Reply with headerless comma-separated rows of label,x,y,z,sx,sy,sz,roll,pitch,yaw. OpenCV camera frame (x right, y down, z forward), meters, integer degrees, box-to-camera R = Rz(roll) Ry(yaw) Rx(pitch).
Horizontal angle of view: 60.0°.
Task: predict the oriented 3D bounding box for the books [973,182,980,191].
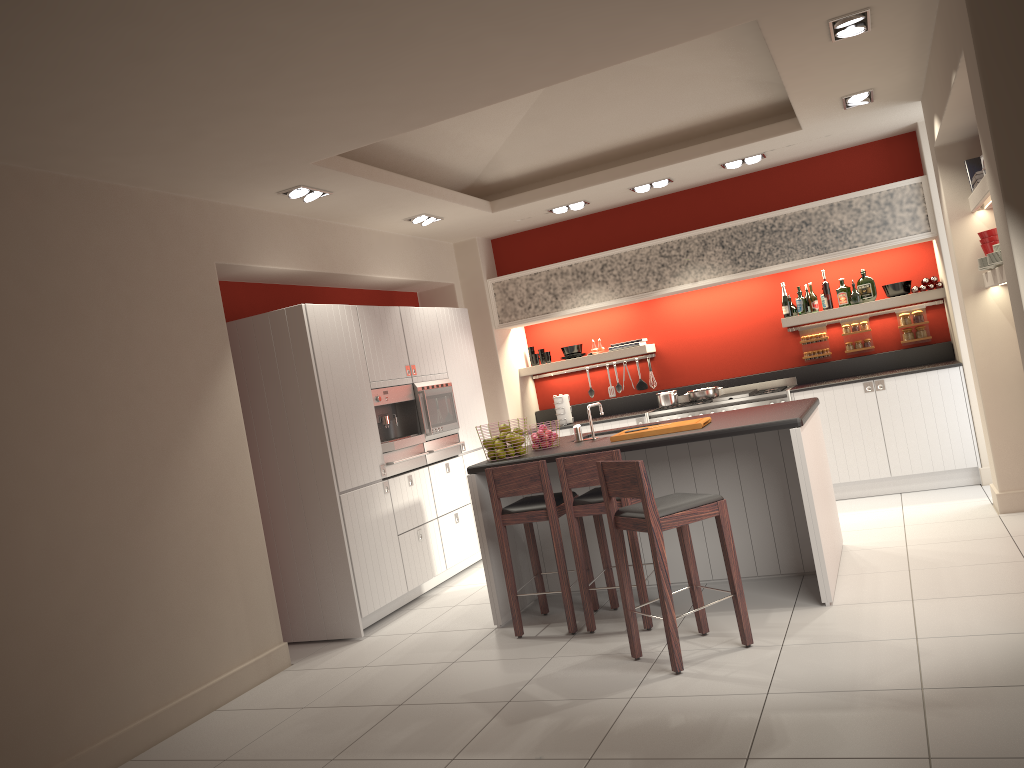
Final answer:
books,3.093,-1.287,5.711,0.207,0.030,0.258,-10,0,23

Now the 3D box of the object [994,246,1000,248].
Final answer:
object,2.941,-0.813,5.159,0.255,0.015,0.255,-10,0,4

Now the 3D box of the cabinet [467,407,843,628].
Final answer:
cabinet,1.000,0.853,5.836,2.033,1.011,1.424,-10,0,23

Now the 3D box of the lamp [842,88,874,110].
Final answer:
lamp,2.388,-1.981,6.126,0.199,0.090,0.361,-10,0,23

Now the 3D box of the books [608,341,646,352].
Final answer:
books,1.158,-0.378,8.899,0.331,0.042,0.207,-10,0,28

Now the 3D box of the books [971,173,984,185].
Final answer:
books,3.084,-1.336,5.712,0.207,0.030,0.258,-10,0,23

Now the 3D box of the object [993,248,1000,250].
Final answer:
object,2.943,-0.804,5.159,0.255,0.015,0.255,-10,0,4

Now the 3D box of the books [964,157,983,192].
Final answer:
books,3.165,-1.409,5.932,0.207,0.246,0.136,-11,-1,23

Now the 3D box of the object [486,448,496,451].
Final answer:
object,-0.138,0.403,5.757,0.076,0.077,0.076,-10,0,-12

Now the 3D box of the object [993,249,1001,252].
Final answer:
object,2.945,-0.794,5.159,0.255,0.015,0.255,-10,0,4

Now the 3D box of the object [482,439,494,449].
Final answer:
object,-0.150,0.383,5.692,0.077,0.068,0.076,-10,0,16

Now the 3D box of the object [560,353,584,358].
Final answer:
object,0.636,-0.290,9.179,0.280,0.016,0.280,-10,0,22

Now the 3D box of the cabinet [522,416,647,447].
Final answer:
cabinet,0.851,0.877,8.821,1.361,0.993,0.687,-11,0,23

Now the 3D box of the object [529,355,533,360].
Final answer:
object,0.221,-0.268,9.383,0.070,0.076,0.070,-10,0,-6

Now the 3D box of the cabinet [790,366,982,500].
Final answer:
cabinet,3.266,0.431,7.783,1.361,0.993,0.687,-11,0,23

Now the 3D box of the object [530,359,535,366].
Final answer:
object,0.229,-0.224,9.383,0.070,0.076,0.070,-10,0,-6

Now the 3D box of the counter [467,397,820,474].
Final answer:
counter,0.910,0.329,5.839,2.053,0.050,1.416,-10,0,23

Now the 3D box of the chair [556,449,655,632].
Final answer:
chair,0.611,0.877,5.226,0.383,1.008,0.474,-11,-1,25

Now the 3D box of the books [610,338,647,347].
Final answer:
books,1.175,-0.416,8.912,0.331,0.026,0.207,-10,0,23

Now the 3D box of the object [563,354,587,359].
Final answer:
object,0.638,-0.274,9.179,0.280,0.016,0.280,-10,0,22

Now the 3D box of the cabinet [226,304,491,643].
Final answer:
cabinet,-1.017,0.546,7.198,0.716,2.250,2.558,-11,0,23

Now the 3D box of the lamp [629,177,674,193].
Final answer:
lamp,1.217,-1.760,7.771,0.361,0.104,0.199,-10,0,23

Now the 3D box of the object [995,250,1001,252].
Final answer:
object,2.946,-0.789,5.159,0.255,0.015,0.255,-10,0,4

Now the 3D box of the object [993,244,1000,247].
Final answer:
object,2.940,-0.823,5.159,0.255,0.015,0.255,-10,0,4

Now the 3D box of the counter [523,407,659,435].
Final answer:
counter,0.762,0.375,8.823,1.360,0.026,0.699,-10,0,23

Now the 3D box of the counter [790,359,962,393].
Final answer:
counter,3.171,-0.070,7.787,1.360,0.026,0.699,-10,0,23

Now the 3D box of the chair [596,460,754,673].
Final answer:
chair,0.809,0.838,4.443,0.474,1.008,0.383,-10,-1,-27

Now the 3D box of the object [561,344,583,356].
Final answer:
object,0.626,-0.341,9.180,0.233,0.108,0.232,-10,0,-26

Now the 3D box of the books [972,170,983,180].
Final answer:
books,3.082,-1.360,5.698,0.207,0.019,0.258,-10,0,23

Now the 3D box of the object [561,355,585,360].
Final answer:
object,0.639,-0.269,9.179,0.280,0.016,0.280,-10,0,22

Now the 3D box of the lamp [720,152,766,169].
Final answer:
lamp,1.942,-1.894,7.460,0.361,0.103,0.199,-10,0,23

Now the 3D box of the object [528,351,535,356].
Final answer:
object,0.213,-0.311,9.384,0.070,0.076,0.070,-10,0,-6

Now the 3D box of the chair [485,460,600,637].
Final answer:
chair,0.193,0.954,5.406,0.383,1.008,0.474,-11,-1,23

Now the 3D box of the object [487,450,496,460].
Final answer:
object,-0.125,0.454,5.692,0.068,0.068,0.068,-11,0,34

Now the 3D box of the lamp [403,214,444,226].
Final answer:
lamp,-0.742,-1.393,7.471,0.199,0.084,0.361,-10,0,23

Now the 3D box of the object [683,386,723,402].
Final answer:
object,1.842,0.100,8.530,0.309,0.105,0.309,-10,0,-39

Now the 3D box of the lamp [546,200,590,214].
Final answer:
lamp,0.510,-1.628,8.075,0.361,0.109,0.199,-10,0,23

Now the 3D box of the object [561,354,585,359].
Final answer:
object,0.637,-0.279,9.179,0.280,0.016,0.280,-10,0,22

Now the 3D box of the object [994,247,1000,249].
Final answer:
object,2.942,-0.808,5.159,0.255,0.015,0.255,-10,0,4

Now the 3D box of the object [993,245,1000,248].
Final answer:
object,2.941,-0.818,5.159,0.255,0.015,0.255,-10,0,4

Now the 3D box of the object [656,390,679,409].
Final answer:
object,1.465,0.149,8.340,0.201,0.148,0.201,-10,0,16

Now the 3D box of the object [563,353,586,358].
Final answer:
object,0.637,-0.285,9.179,0.280,0.016,0.280,-10,0,22

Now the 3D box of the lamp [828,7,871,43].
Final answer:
lamp,1.747,-1.872,4.590,0.199,0.085,0.361,-10,0,23

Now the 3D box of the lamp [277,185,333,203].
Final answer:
lamp,-1.384,-1.291,5.936,0.199,0.103,0.361,-10,0,23

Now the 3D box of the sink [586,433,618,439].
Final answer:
sink,0.745,0.487,6.184,0.567,0.258,0.516,-10,0,23

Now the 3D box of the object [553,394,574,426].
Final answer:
object,0.505,0.254,8.808,0.168,0.304,0.163,-10,-1,-38

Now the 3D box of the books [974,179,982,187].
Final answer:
books,3.091,-1.312,5.697,0.207,0.019,0.258,-10,0,23
